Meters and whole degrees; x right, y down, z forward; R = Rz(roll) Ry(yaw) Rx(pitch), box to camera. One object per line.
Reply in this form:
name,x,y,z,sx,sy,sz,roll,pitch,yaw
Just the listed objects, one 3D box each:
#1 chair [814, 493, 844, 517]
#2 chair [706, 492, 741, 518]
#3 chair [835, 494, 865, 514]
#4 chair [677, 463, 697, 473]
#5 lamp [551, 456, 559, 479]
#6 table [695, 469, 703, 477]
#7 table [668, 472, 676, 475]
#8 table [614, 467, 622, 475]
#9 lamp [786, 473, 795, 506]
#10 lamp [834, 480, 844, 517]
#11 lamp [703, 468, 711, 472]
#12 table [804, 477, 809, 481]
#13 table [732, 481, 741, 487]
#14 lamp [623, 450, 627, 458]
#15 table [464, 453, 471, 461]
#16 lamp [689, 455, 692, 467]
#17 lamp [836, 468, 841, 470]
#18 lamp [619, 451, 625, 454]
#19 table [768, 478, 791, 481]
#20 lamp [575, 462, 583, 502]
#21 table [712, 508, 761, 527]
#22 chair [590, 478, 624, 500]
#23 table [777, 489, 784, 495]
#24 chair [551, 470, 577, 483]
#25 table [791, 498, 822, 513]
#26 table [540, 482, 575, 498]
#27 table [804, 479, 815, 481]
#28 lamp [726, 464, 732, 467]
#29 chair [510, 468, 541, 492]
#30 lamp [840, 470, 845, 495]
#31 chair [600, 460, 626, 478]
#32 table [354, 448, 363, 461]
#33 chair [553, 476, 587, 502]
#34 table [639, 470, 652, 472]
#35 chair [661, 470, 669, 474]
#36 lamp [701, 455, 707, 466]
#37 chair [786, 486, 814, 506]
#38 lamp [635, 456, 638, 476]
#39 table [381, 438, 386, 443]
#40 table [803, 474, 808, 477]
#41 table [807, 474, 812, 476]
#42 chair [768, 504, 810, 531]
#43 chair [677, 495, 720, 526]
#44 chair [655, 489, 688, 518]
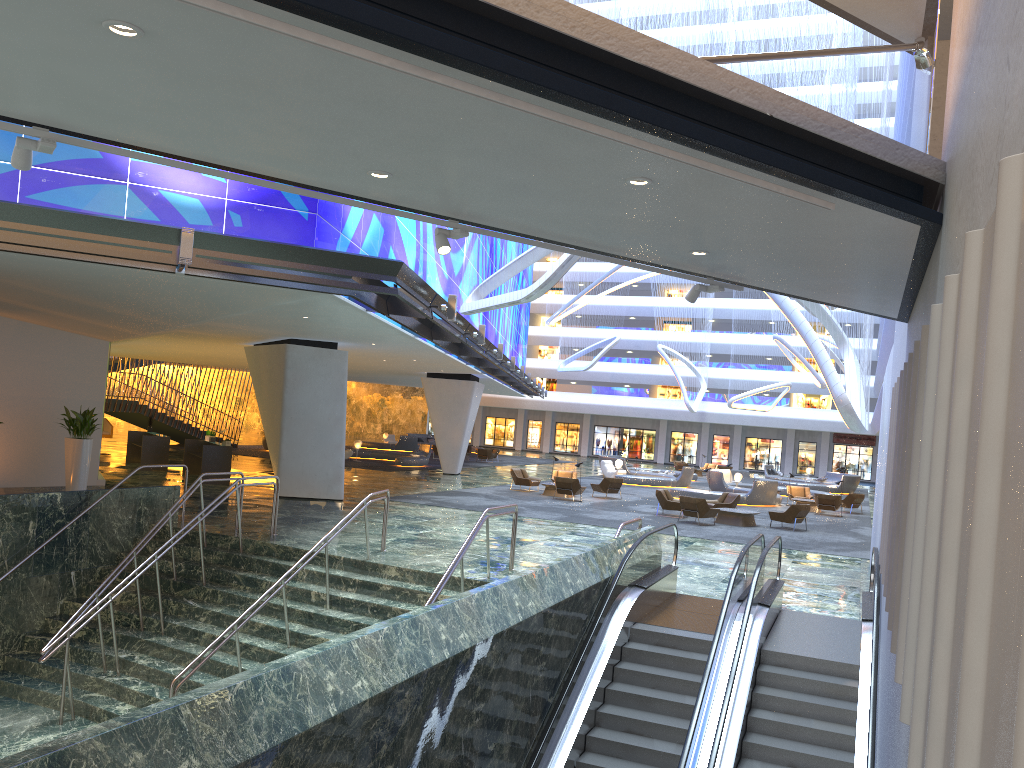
chair,11.217,4.286,31.458,0.928,0.766,0.940,4,-2,28
chair,6.489,3.743,27.398,0.939,0.766,0.929,5,-2,-16
chair,12.726,4.489,33.492,0.931,0.766,0.938,6,-2,-35
chair,10.253,5.053,52.171,0.940,0.766,0.929,5,-2,-27
lamp,1.534,3.282,32.418,0.201,1.300,0.384,4,-1,38
table,10.911,5.340,53.493,1.205,0.392,1.202,6,-3,-33
table,8.503,4.853,46.294,0.674,0.406,0.671,5,-2,-16
table,5.066,4.314,42.556,0.418,0.595,0.428,5,-1,-4
lamp,10.892,4.123,34.727,0.201,1.300,0.384,4,-1,38
lamp,11.533,4.034,31.282,0.383,1.300,0.202,4,-1,39
lamp,7.272,3.766,33.067,0.383,1.300,0.202,4,-1,39
table,16.401,5.507,49.638,0.417,0.595,0.428,4,-1,18
table,9.635,4.496,38.086,0.417,0.595,0.428,4,-1,21
lamp,6.258,4.361,49.660,0.202,1.300,0.384,5,-1,-24
table,-2.963,4.109,50.473,1.204,0.392,1.203,5,-2,-14
lamp,10.413,4.783,51.857,0.202,1.300,0.384,5,-1,-16
lamp,18.286,5.322,49.673,0.384,1.300,0.202,4,0,21
lamp,5.791,4.228,47.293,0.384,1.300,0.202,4,0,15
table,14.850,5.479,49.192,1.202,0.392,1.205,4,-2,22
lamp,2.174,3.192,28.973,0.383,1.300,0.202,4,-1,39
table,6.464,3.847,25.582,1.202,0.392,1.205,3,-3,40
chair,3.368,3.648,31.184,0.931,0.766,0.938,6,-2,-35
table,11.193,4.755,38.579,1.202,0.392,1.205,4,-2,22
chair,1.914,3.585,32.500,0.929,0.766,0.939,4,-2,5
table,10.992,4.508,32.927,1.202,0.392,1.205,4,-2,21
table,1.634,3.667,30.619,1.202,0.392,1.205,4,-2,22
table,17.696,5.851,52.767,0.670,0.406,0.674,4,-2,18
lamp,9.998,4.301,40.850,0.383,1.300,0.202,4,-1,39
chair,0.457,3.432,31.599,0.938,0.766,0.931,4,-2,30
lamp,17.057,5.067,45.806,0.202,1.300,0.384,5,-1,-19
chair,4.974,4.219,43.489,1.156,0.882,0.730,3,-2,41
table,-7.191,3.279,41.185,0.427,0.595,0.418,4,-1,21
chair,1.859,3.444,29.149,0.928,0.766,0.940,4,-2,28
table,7.020,4.747,46.588,0.673,0.406,0.672,3,-2,41
chair,7.489,4.747,46.828,1.786,0.501,0.585,5,-2,-14
lamp,11.867,5.029,55.042,0.384,1.300,0.202,5,0,-17
chair,11.272,4.427,34.809,0.929,0.766,0.939,4,-2,5
lamp,5.847,4.010,41.836,0.202,1.300,0.384,5,-1,-3
table,-8.358,3.872,58.036,0.417,0.595,0.428,4,-1,21
table,17.970,5.816,54.142,0.418,0.595,0.427,5,-1,-24
table,18.465,5.912,55.308,0.418,0.595,0.428,5,-1,-4
chair,7.935,3.773,25.316,0.931,0.766,0.938,6,-2,-44
chair,5.175,3.530,24.759,0.940,0.766,0.928,6,-2,-41
chair,4.784,3.567,26.432,0.938,0.766,0.931,4,-2,24
